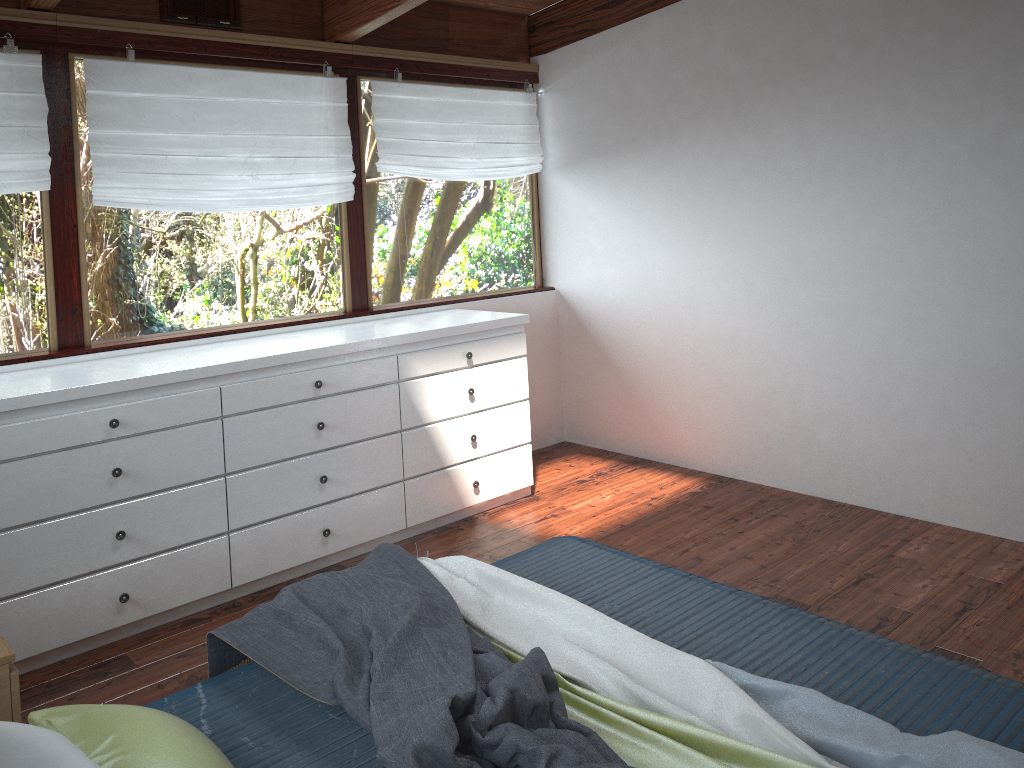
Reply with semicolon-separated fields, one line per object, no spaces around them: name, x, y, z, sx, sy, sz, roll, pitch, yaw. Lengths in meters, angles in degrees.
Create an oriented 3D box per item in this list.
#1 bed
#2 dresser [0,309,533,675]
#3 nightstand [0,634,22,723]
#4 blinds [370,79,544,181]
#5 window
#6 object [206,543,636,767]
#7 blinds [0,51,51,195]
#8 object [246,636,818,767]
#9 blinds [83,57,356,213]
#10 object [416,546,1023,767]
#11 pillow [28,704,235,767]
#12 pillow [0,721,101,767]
bed;0.010;0.703;1.599;2.605;0.761;2.150;-12;13;-40
dresser;-1.234;0.334;3.392;3.154;0.872;0.617;-12;9;-42
nightstand;-1.382;0.855;1.771;0.615;0.537;0.429;-9;8;-42
blinds;-0.238;-1.378;4.800;1.235;0.517;0.053;-12;6;-42
window;1.954;-1.243;3.407;8.401;1.913;5.295;-12;14;-41
object;-0.014;0.730;1.593;0.634;0.401;2.143;-8;12;-32
blinds;-2.248;-0.900;2.967;1.257;0.551;0.053;-11;6;-42
object;0.190;0.852;1.702;2.113;0.442;0.497;7;12;43
blinds;-1.233;-1.088;3.891;1.241;0.639;0.053;-11;6;-42
object;0.477;0.739;1.920;2.163;0.372;0.543;7;13;43
pillow;-0.324;0.747;1.196;0.314;0.217;1.386;-10;13;-42
pillow;-0.748;0.677;1.384;0.855;0.387;0.364;6;10;42
